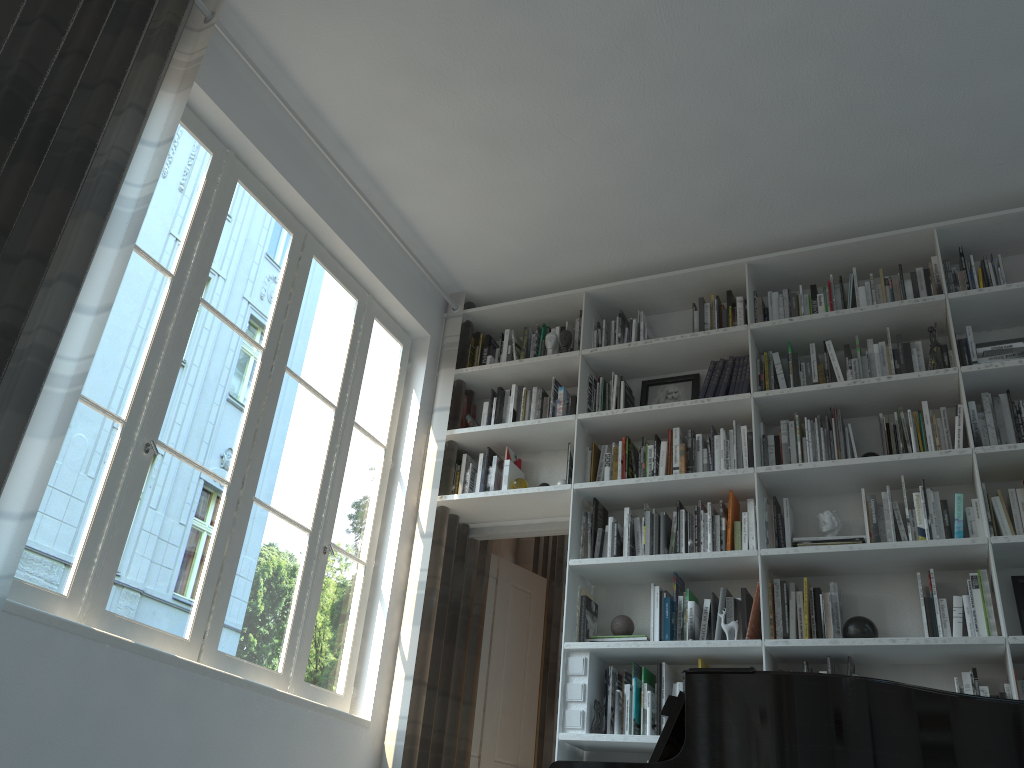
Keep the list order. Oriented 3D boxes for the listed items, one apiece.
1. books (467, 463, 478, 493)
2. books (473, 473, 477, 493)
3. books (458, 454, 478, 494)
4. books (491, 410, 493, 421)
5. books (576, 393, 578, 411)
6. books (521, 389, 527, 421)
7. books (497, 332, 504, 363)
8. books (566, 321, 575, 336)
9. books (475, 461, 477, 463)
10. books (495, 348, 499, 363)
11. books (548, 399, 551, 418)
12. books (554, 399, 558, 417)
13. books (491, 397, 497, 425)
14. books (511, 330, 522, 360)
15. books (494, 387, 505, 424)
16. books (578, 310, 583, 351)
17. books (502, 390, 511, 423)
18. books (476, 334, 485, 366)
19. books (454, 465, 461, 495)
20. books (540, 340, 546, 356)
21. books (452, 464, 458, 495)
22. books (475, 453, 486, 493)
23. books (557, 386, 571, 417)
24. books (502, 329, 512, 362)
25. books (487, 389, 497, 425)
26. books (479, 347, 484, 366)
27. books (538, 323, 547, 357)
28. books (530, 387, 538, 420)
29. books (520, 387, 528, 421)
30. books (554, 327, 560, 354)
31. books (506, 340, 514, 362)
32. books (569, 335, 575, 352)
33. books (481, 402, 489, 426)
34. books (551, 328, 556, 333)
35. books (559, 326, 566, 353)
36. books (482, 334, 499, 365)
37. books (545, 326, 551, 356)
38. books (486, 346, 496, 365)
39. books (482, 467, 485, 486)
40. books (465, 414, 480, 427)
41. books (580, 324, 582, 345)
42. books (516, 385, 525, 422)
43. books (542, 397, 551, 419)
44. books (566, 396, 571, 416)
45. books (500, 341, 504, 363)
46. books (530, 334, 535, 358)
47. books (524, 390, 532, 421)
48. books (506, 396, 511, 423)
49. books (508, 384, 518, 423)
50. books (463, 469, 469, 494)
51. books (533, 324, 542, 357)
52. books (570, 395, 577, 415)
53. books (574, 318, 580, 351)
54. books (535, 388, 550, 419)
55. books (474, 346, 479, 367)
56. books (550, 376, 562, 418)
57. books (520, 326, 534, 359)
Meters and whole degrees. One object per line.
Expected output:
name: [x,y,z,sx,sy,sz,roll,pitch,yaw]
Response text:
books: [-0.186,0.549,4.606,0.010,0.219,0.182,-8,-31,23]
books: [-0.159,0.574,4.610,0.029,0.184,0.135,-8,-31,23]
books: [-0.224,0.528,4.639,0.023,0.280,0.171,-8,-31,23]
books: [-0.074,0.242,4.759,0.024,0.191,0.138,-8,-31,23]
books: [0.364,0.160,4.576,0.014,0.234,0.144,-8,-31,23]
books: [0.097,0.181,4.675,0.012,0.247,0.193,-8,-31,23]
books: [-0.038,-0.127,4.935,0.010,0.280,0.161,-8,-31,23]
books: [0.317,-0.175,4.795,0.013,0.290,0.155,-8,-31,23]
books: [-0.230,0.532,4.669,0.013,0.301,0.135,-8,-31,23]
books: [-0.054,-0.080,4.935,0.031,0.194,0.146,-8,-31,23]
books: [0.229,0.197,4.628,0.029,0.196,0.144,-8,-31,23]
books: [0.262,0.194,4.601,0.031,0.181,0.152,-8,-31,23]
books: [-0.062,0.211,4.738,0.023,0.227,0.172,-8,-31,23]
books: [0.050,-0.141,4.875,0.057,0.261,0.191,-8,-31,24]
books: [-0.041,0.182,4.738,0.023,0.281,0.186,-8,-31,23]
books: [0.392,-0.212,4.760,0.014,0.336,0.168,-8,-31,23]
books: [-0.008,0.187,4.747,0.028,0.286,0.133,-8,-31,24]
books: [-0.150,-0.117,4.978,0.014,0.284,0.176,-8,-31,23]
books: [-0.255,0.558,4.638,0.013,0.221,0.163,-8,-31,23]
books: [0.193,-0.119,4.811,0.024,0.186,0.160,-8,-31,23]
books: [-0.267,0.557,4.643,0.013,0.227,0.180,-8,-31,23]
books: [-0.139,0.520,4.609,0.022,0.280,0.157,-8,-31,23]
books: [0.283,0.159,4.582,0.029,0.228,0.192,-8,-31,23]
books: [0.000,-0.134,4.917,0.028,0.282,0.190,-8,-31,23]
books: [-0.090,0.193,4.782,0.011,0.295,0.163,-8,-31,23]
books: [-0.136,-0.079,4.951,0.024,0.194,0.168,-8,-31,23]
books: [0.179,-0.165,4.860,0.029,0.313,0.129,-8,-31,24]
books: [0.143,0.168,4.657,0.025,0.259,0.167,-8,-31,23]
books: [0.087,0.174,4.685,0.013,0.267,0.162,-8,-31,23]
books: [0.271,-0.157,4.796,0.021,0.252,0.180,-8,-31,23]
books: [0.019,-0.109,4.880,0.030,0.205,0.176,-8,-31,23]
books: [0.349,-0.138,4.746,0.028,0.184,0.168,-8,-32,23]
books: [-0.116,0.230,4.770,0.034,0.216,0.167,-8,-31,23]
books: [0.246,-0.154,4.796,0.025,0.242,0.168,-8,-31,23]
books: [0.292,-0.164,4.785,0.027,0.258,0.147,-8,-31,23]
books: [-0.112,-0.117,4.955,0.025,0.268,0.178,-8,-31,23]
books: [0.217,-0.156,4.830,0.013,0.274,0.159,-8,-31,23]
books: [-0.091,-0.084,4.925,0.028,0.185,0.182,-8,-32,23]
books: [-0.114,0.555,4.598,0.023,0.213,0.141,-8,-31,23]
books: [-0.184,0.263,4.800,0.121,0.175,0.130,-8,-32,24]
books: [0.416,-0.196,4.698,0.024,0.250,0.236,-8,-32,23]
books: [0.068,0.171,4.708,0.037,0.290,0.156,-8,-31,24]
books: [0.200,0.190,4.636,0.028,0.211,0.139,-8,-31,23]
books: [0.319,0.183,4.585,0.029,0.195,0.147,-8,-31,23]
books: [-0.021,-0.102,4.922,0.024,0.226,0.158,-8,-31,23]
books: [0.139,-0.133,4.867,0.030,0.256,0.130,-8,-31,24]
books: [0.112,0.181,4.668,0.022,0.243,0.174,-8,-31,23]
books: [0.013,0.205,4.725,0.024,0.238,0.156,-8,-31,23]
books: [0.034,0.168,4.702,0.021,0.284,0.179,-8,-31,23]
books: [-0.201,0.565,4.615,0.029,0.196,0.161,-8,-31,23]
books: [0.155,-0.163,4.858,0.014,0.302,0.146,-8,-31,23]
books: [0.338,0.176,4.561,0.026,0.187,0.155,-8,-31,23]
books: [0.376,-0.186,4.759,0.022,0.285,0.176,-8,-31,23]
books: [0.168,0.169,4.643,0.030,0.249,0.166,-8,-31,23]
books: [-0.166,-0.083,4.978,0.023,0.222,0.151,-8,-31,23]
books: [0.242,0.137,4.626,0.012,0.302,0.190,-8,-31,23]
books: [0.101,-0.148,4.872,0.039,0.281,0.182,-8,-31,23]
